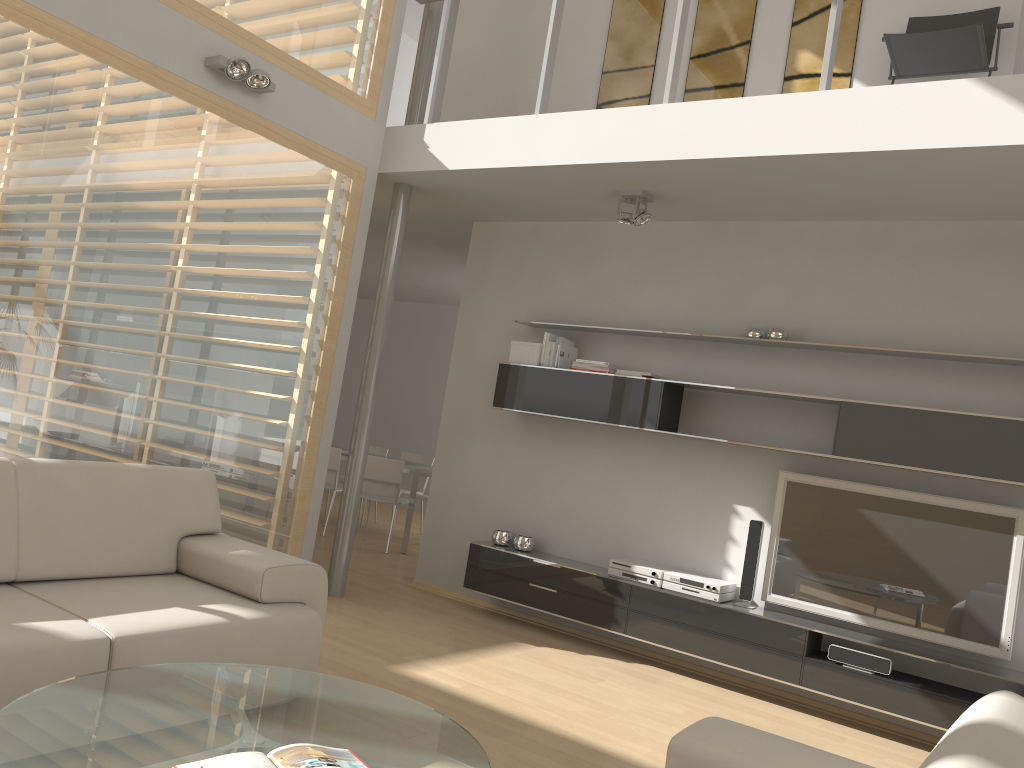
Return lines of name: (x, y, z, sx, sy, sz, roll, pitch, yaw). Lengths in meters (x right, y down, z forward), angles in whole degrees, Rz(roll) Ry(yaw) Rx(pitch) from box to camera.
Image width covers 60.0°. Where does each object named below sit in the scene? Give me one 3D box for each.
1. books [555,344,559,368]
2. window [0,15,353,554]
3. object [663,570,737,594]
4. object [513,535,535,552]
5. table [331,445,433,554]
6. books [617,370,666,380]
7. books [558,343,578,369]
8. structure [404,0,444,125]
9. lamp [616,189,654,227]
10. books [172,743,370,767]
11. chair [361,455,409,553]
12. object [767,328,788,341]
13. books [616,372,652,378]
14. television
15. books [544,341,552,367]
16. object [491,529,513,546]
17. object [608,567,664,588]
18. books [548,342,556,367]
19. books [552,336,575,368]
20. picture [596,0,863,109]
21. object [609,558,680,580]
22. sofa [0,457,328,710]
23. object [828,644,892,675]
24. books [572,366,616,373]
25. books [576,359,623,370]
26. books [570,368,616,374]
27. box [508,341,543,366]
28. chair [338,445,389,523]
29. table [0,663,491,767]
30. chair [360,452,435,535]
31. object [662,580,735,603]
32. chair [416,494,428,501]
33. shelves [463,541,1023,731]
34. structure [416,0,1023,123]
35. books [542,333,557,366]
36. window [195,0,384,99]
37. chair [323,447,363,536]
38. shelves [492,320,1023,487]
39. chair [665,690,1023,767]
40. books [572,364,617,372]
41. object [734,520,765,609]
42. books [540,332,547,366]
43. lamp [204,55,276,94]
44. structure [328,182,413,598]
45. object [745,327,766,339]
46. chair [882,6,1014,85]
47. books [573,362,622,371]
books: (0.346, -0.164, 5.797, 0.009, 0.156, 0.207, 7, -4, 34)
window: (-1.881, -0.202, 4.359, 0.020, 2.500, 2.525, 7, -4, 34)
object: (1.075, 1.139, 5.096, 0.349, 0.049, 0.262, 7, -4, 34)
object: (0.081, 1.045, 5.813, 0.143, 0.091, 0.143, 10, -3, -23)
table: (-1.522, 1.075, 8.807, 2.199, 0.746, 0.900, 7, -4, 34)
books: (0.798, -0.053, 5.464, 0.230, 0.017, 0.227, 7, -4, 34)
books: (0.367, -0.167, 5.800, 0.023, 0.169, 0.230, 7, -4, 34)
structure: (-0.474, -2.786, 5.909, 0.121, 2.400, 0.122, 8, -3, 22)
lamp: (0.715, -1.013, 5.162, 0.214, 0.195, 0.150, 7, -4, 34)
books: (-0.486, 0.871, 1.950, 0.440, 0.037, 0.297, 11, -4, -36)
chair: (-1.164, 1.059, 7.979, 0.455, 0.807, 0.501, 8, -3, 14)
object: (1.520, -0.279, 5.068, 0.115, 0.081, 0.115, 8, -3, 15)
books: (0.788, -0.038, 5.474, 0.190, 0.015, 0.254, 7, -4, 41)
television: (1.970, 0.914, 4.656, 1.224, 0.735, 0.096, 7, -4, 34)
books: (0.294, -0.177, 5.838, 0.027, 0.169, 0.230, 7, -4, 34)
object: (-0.065, 1.026, 5.913, 0.143, 0.091, 0.143, 10, -3, -23)
object: (0.777, 1.151, 5.294, 0.349, 0.049, 0.262, 7, -4, 34)
books: (0.321, -0.173, 5.829, 0.027, 0.169, 0.230, 7, -4, 34)
books: (0.337, -0.192, 5.806, 0.021, 0.210, 0.207, 7, -4, 34)
picture: (1.395, -2.587, 5.652, 1.684, 1.800, 0.010, 7, -4, 34)
object: (0.784, 1.103, 5.296, 0.349, 0.049, 0.262, 7, -4, 34)
sofa: (-1.673, 0.700, 3.032, 1.168, 0.846, 2.093, 7, -4, 34)
object: (1.763, 1.397, 4.484, 0.300, 0.092, 0.085, 7, -4, 34)
books: (0.544, -0.080, 5.627, 0.268, 0.011, 0.190, 7, -4, 36)
books: (0.557, -0.123, 5.636, 0.227, 0.017, 0.230, 7, -3, 29)
books: (0.545, -0.068, 5.624, 0.297, 0.013, 0.210, 7, -4, 34)
box: (0.142, -0.187, 5.909, 0.232, 0.149, 0.232, 7, -4, 34)
chair: (-1.712, 1.053, 9.550, 0.455, 0.807, 0.501, 7, -4, 34)
table: (-0.671, 1.061, 2.204, 1.198, 0.370, 1.198, 11, -4, -38)
chair: (-1.182, 1.120, 9.195, 0.455, 0.807, 0.501, 7, -4, 34)
object: (1.071, 1.188, 5.098, 0.349, 0.049, 0.250, 7, -4, 34)
chair: (-0.674, 1.181, 8.804, 0.455, 0.807, 0.501, 7, -4, 34)
shelves: (1.518, 1.424, 4.752, 4.236, 0.312, 0.300, 7, -4, 34)
structure: (1.528, -1.792, 4.212, 5.400, 0.900, 0.080, 7, -4, 34)
books: (0.284, -0.206, 5.859, 0.017, 0.227, 0.230, 7, -4, 34)
window: (-1.430, -3.012, 4.506, 0.020, 2.200, 2.525, 7, -4, 34)
chair: (-1.719, 0.992, 8.411, 0.455, 0.807, 0.501, 7, -3, 29)
shelves: (1.708, 0.242, 4.813, 4.236, 0.914, 0.300, 7, -4, 34)
chair: (0.476, 0.967, 1.538, 1.165, 0.846, 1.562, 7, -4, 34)
books: (0.537, -0.095, 5.632, 0.254, 0.015, 0.190, 7, -3, 30)
object: (1.345, 1.005, 4.979, 0.111, 0.483, 0.116, 7, -3, 31)
books: (0.266, -0.209, 5.864, 0.017, 0.227, 0.230, 7, -4, 34)
lamp: (-1.395, -1.612, 4.624, 0.183, 0.110, 0.360, 7, -4, 34)
structure: (-0.926, 0.025, 5.762, 0.121, 2.700, 0.122, 8, -3, 22)
object: (1.424, -0.289, 5.185, 0.115, 0.081, 0.115, 8, -3, 15)
chair: (2.201, -1.626, 4.589, 0.628, 0.825, 0.537, 7, -4, 34)
books: (0.544, -0.109, 5.626, 0.254, 0.015, 0.190, 7, -4, 36)
